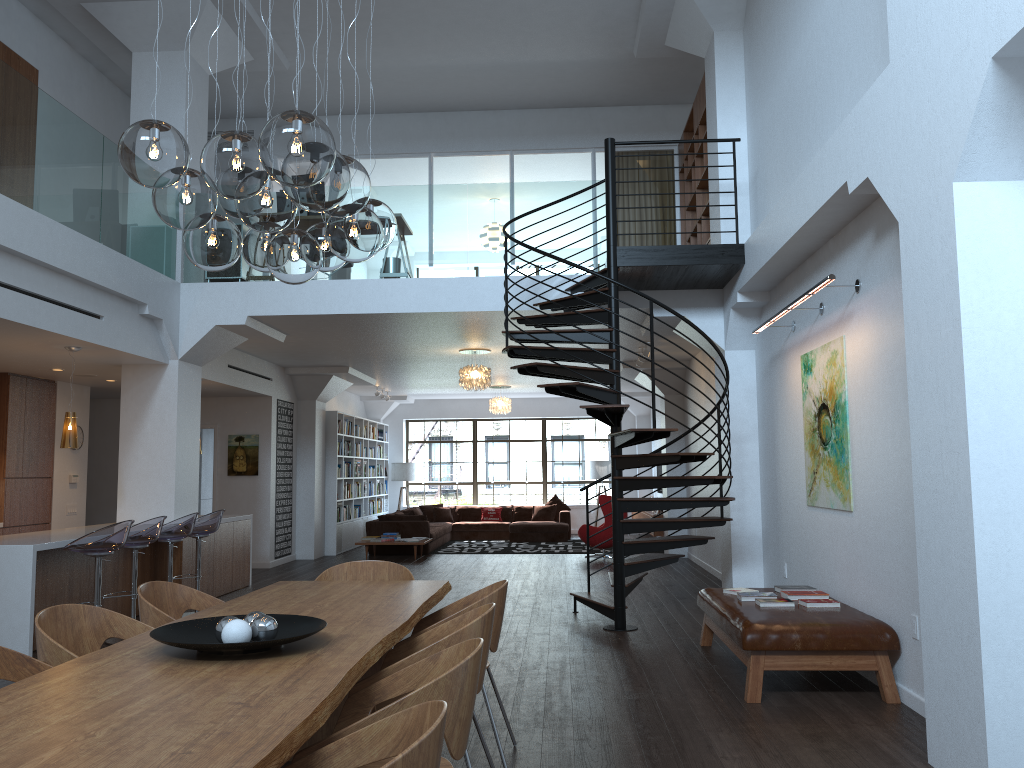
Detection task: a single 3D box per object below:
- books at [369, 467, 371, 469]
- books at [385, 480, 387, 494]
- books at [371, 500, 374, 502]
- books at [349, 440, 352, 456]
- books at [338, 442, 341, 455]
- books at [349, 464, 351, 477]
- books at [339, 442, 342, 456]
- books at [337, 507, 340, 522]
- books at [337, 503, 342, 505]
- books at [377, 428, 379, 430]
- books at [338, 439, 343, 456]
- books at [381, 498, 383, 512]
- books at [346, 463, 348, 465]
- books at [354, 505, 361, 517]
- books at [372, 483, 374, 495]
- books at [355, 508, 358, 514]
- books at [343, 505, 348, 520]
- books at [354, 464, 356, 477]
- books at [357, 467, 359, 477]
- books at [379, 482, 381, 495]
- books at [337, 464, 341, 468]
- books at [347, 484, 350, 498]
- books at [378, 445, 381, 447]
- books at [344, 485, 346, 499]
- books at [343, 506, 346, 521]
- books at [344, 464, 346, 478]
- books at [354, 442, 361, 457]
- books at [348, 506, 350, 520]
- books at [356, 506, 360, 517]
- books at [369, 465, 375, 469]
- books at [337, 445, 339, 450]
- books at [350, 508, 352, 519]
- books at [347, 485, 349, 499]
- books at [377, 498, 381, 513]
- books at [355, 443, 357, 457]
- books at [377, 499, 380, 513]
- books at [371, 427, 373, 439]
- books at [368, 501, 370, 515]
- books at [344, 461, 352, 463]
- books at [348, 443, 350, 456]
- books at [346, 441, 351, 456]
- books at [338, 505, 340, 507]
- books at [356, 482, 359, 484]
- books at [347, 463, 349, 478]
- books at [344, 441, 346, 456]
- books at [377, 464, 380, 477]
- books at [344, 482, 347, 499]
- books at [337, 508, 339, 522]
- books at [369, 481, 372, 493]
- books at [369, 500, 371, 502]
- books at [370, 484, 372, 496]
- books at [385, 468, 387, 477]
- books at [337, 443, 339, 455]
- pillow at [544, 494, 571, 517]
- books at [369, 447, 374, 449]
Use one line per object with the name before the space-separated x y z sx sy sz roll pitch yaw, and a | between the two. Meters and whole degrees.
books | -2.886 1.755 17.722 0.140 0.206 0.042 -1 -6 3
books | -2.800 2.241 19.272 0.176 0.290 0.053 -1 -6 3
books | -2.875 2.486 17.912 0.176 0.290 0.036 -1 -6 2
books | -2.992 1.174 16.118 0.176 0.291 0.053 -1 -6 3
books | -3.030 1.108 15.170 0.172 0.235 0.112 -1 -6 3
books | -2.988 1.558 15.917 0.174 0.239 0.045 -1 -6 3
books | -3.030 1.112 15.253 0.174 0.242 0.105 -1 -6 3
books | -3.031 2.230 15.141 0.183 0.253 0.042 -1 -6 3
books | -3.025 2.037 15.075 0.223 0.027 0.161 -2 -6 12
books | -2.880 1.056 18.518 0.183 0.253 0.042 -1 -6 3
books | -3.017 1.096 15.332 0.176 0.290 0.053 -1 -6 3
books | -2.832 2.573 18.799 0.176 0.290 0.053 -1 -6 3
books | -3.019 1.539 15.785 0.182 0.253 0.034 -1 -6 3
books | -2.934 2.404 16.795 0.140 0.231 0.042 -1 -6 3
books | -2.878 2.125 17.867 0.174 0.242 0.105 -1 -6 3
books | -2.942 2.406 16.511 0.126 0.173 0.032 -1 -6 3
books | -3.000 2.285 15.732 0.180 0.259 0.042 -1 -6 3
books | -2.968 1.598 16.324 0.174 0.240 0.054 -1 -6 3
books | -2.954 1.639 16.554 0.161 0.207 0.135 -1 -6 2
books | -2.845 2.189 18.568 0.183 0.253 0.042 -1 -6 3
books | -3.017 1.502 15.298 0.140 0.231 0.042 -1 -6 3
books | -2.993 1.922 15.882 0.183 0.253 0.034 -1 -6 3
books | -2.851 1.427 18.667 0.176 0.290 0.036 -1 -6 2
books | -3.010 1.897 15.592 0.171 0.246 0.057 -1 -6 3
books | -3.007 2.271 15.580 0.183 0.253 0.042 -1 -6 3
books | -3.010 1.524 15.570 0.174 0.239 0.045 -1 -6 3
books | -2.955 1.239 16.782 0.176 0.290 0.053 -1 -6 3
books | -2.990 2.296 15.817 0.183 0.253 0.042 -1 -6 3
books | -2.935 2.410 16.709 0.146 0.202 0.027 -1 -6 3
books | -2.864 1.779 18.090 0.140 0.231 0.042 -1 -6 3
books | -3.039 1.120 15.029 0.161 0.182 0.170 -1 -6 3
books | -2.975 2.334 15.960 0.161 0.207 0.135 -1 -6 2
books | -2.996 1.918 15.800 0.171 0.246 0.057 -1 -6 3
books | -2.823 2.547 18.581 0.140 0.298 0.044 -1 -6 3
books | -2.966 1.225 16.457 0.182 0.253 0.034 -1 -6 3
books | -2.859 2.544 18.470 0.198 0.284 0.066 -1 -6 3
books | -2.897 1.001 17.921 0.171 0.246 0.057 -1 -6 3
books | -2.901 2.451 17.531 0.198 0.284 0.066 -1 -6 2
books | -2.987 1.547 16.055 0.176 0.294 0.102 -1 -6 3
books | -2.999 1.182 15.950 0.174 0.240 0.054 -1 -6 3
books | -3.012 1.172 16.067 0.198 0.284 0.049 -1 -6 3
books | -3.032 2.076 15.094 0.174 0.045 0.240 0 -6 -7
books | -2.953 1.974 16.586 0.176 0.290 0.036 -1 -6 2
books | -2.995 1.542 15.818 0.182 0.253 0.034 -1 -6 3
books | -3.025 1.147 15.688 0.180 0.259 0.042 -1 -6 3
books | -2.855 1.815 18.596 0.180 0.259 0.042 -1 -6 3
books | -3.008 1.884 15.677 0.176 0.290 0.053 -1 -6 3
books | -3.027 2.225 15.028 0.174 0.240 0.054 -1 -6 3
books | -2.897 2.087 17.720 0.197 0.290 0.136 -1 -6 3
books | -2.887 2.459 17.641 0.176 0.290 0.053 -1 -6 2
books | -2.885 2.096 17.614 0.182 0.253 0.098 -1 -6 3
books | -2.807 1.901 19.240 0.182 0.215 0.188 -1 -6 3
books | -3.040 1.110 15.109 0.161 0.218 0.101 -1 -6 3
pillow | 0.864 2.578 18.380 0.651 0.587 0.335 1 -6 -18
books | -2.884 1.397 18.076 0.140 0.231 0.042 -1 -6 3
